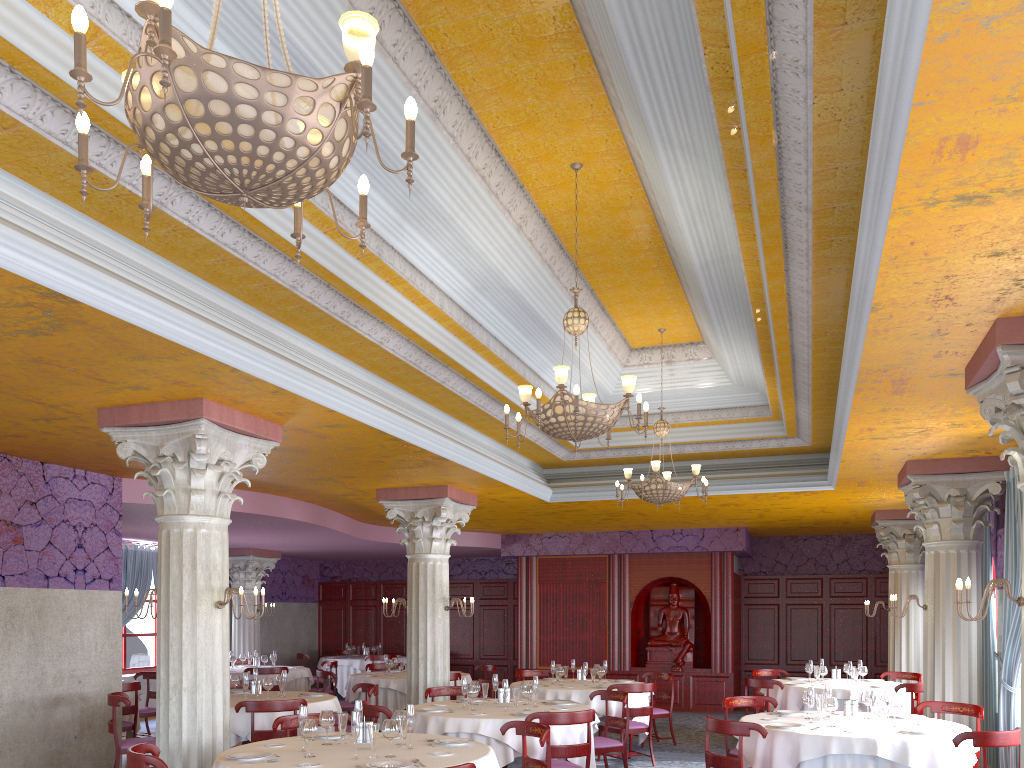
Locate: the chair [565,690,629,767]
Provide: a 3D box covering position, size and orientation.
[{"bbox_3d":[0.979,4.032,9.690,0.648,1.079,0.760,2,-5,-26],"label":"chair"}]

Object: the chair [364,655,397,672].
[{"bbox_3d":[-2.919,6.493,18.844,0.751,1.080,0.655,2,-5,-26],"label":"chair"}]

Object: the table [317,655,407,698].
[{"bbox_3d":[-3.454,6.843,19.951,2.087,0.939,2.151,-5,-13,19],"label":"table"}]

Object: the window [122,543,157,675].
[{"bbox_3d":[-7.507,4.339,16.551,0.160,2.504,3.661,0,-10,19],"label":"window"}]

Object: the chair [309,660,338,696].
[{"bbox_3d":[-3.617,5.774,16.168,0.648,1.079,0.760,2,-5,-26],"label":"chair"}]

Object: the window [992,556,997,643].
[{"bbox_3d":[6.778,3.003,11.581,0.160,2.504,3.661,0,-10,19],"label":"window"}]

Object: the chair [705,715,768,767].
[{"bbox_3d":[2.012,3.403,7.350,0.648,1.079,0.760,2,-5,-26],"label":"chair"}]

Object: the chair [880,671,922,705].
[{"bbox_3d":[5.790,4.905,12.937,0.648,1.079,0.760,2,-5,-26],"label":"chair"}]

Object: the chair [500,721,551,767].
[{"bbox_3d":[-0.027,3.255,6.799,0.648,1.079,0.760,2,-5,-26],"label":"chair"}]

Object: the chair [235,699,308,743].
[{"bbox_3d":[-2.560,3.862,9.055,0.751,1.080,0.655,2,-5,-26],"label":"chair"}]

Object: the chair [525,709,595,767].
[{"bbox_3d":[0.410,3.592,8.053,0.751,1.080,0.655,2,-5,-26],"label":"chair"}]

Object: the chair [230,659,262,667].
[{"bbox_3d":[-5.253,5.927,16.737,0.751,1.080,0.655,2,-5,-26],"label":"chair"}]

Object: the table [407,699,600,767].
[{"bbox_3d":[-0.125,3.942,9.160,2.087,0.939,2.151,-5,-13,19],"label":"table"}]

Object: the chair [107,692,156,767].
[{"bbox_3d":[-4.196,4.015,9.625,0.648,1.079,0.760,2,-5,-26],"label":"chair"}]

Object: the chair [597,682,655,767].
[{"bbox_3d":[1.500,4.435,11.188,0.751,1.080,0.655,2,-5,-26],"label":"chair"}]

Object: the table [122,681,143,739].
[{"bbox_3d":[-6.278,4.680,11.906,2.080,0.939,2.157,2,-13,-10],"label":"table"}]

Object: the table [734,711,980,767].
[{"bbox_3d":[3.113,3.599,7.887,2.087,0.939,2.151,-5,-13,19],"label":"table"}]

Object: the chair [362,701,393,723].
[{"bbox_3d":[-1.227,3.745,8.623,0.648,1.079,0.760,2,-5,-26],"label":"chair"}]

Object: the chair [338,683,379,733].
[{"bbox_3d":[-1.991,4.302,10.692,0.648,1.079,0.760,2,-5,-26],"label":"chair"}]

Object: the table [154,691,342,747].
[{"bbox_3d":[-3.095,4.211,10.162,2.087,0.939,2.151,-5,-13,19],"label":"table"}]

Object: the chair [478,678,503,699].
[{"bbox_3d":[-0.136,4.588,11.757,0.648,1.079,0.760,2,-5,-26],"label":"chair"}]

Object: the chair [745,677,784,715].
[{"bbox_3d":[3.584,4.618,11.870,0.648,1.079,0.760,2,-5,-26],"label":"chair"}]

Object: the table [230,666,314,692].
[{"bbox_3d":[-4.721,5.683,15.638,2.087,0.939,2.151,-5,-13,19],"label":"table"}]

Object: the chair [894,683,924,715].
[{"bbox_3d":[5.221,4.465,11.301,0.751,1.080,0.655,2,-5,-26],"label":"chair"}]

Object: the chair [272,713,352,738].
[{"bbox_3d":[-1.663,3.408,7.368,0.751,1.080,0.655,2,-5,-26],"label":"chair"}]

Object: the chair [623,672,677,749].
[{"bbox_3d":[2.069,4.875,12.824,0.648,1.079,0.760,2,-5,-26],"label":"chair"}]

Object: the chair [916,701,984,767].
[{"bbox_3d":[4.217,3.690,8.417,0.648,1.079,0.760,2,-5,-26],"label":"chair"}]

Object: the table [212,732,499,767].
[{"bbox_3d":[-1.131,3.164,6.269,2.087,0.939,2.151,-5,-13,19],"label":"table"}]

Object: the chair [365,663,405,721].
[{"bbox_3d":[-2.225,5.537,15.289,0.751,1.080,0.655,2,-5,-26],"label":"chair"}]

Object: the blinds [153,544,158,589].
[{"bbox_3d":[-6.546,4.941,17.216,0.244,3.297,1.855,0,-4,18],"label":"blinds"}]

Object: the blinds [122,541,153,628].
[{"bbox_3d":[-7.163,4.464,15.443,0.245,3.296,1.984,0,-4,20],"label":"blinds"}]

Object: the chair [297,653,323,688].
[{"bbox_3d":[-4.556,6.646,19.414,0.648,1.079,0.760,2,-5,-26],"label":"chair"}]

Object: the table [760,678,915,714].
[{"bbox_3d":[4.686,4.815,12.407,2.087,0.939,2.151,-5,-13,19],"label":"table"}]

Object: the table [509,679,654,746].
[{"bbox_3d":[0.965,4.784,12.294,2.087,0.939,2.151,-5,-13,19],"label":"table"}]

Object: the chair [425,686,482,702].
[{"bbox_3d":[-0.657,4.185,10.259,0.751,1.080,0.655,2,-5,-26],"label":"chair"}]

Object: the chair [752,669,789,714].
[{"bbox_3d":[4.154,5.058,13.506,0.751,1.080,0.655,2,-5,-26],"label":"chair"}]

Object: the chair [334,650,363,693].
[{"bbox_3d":[-3.986,7.086,21.050,0.751,1.080,0.655,2,-5,-26],"label":"chair"}]

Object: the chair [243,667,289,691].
[{"bbox_3d":[-4.186,5.334,14.531,0.751,1.080,0.655,2,-5,-26],"label":"chair"}]

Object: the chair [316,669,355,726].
[{"bbox_3d":[-2.795,5.098,13.653,0.648,1.079,0.760,2,-5,-26],"label":"chair"}]

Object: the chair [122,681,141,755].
[{"bbox_3d":[-5.262,4.442,11.215,0.649,1.079,0.758,-3,-6,34],"label":"chair"}]

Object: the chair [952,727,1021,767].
[{"bbox_3d":[3.648,3.250,6.781,0.751,1.080,0.655,2,-5,-26],"label":"chair"}]

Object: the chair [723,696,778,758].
[{"bbox_3d":[2.581,3.843,8.986,0.751,1.080,0.655,2,-5,-26],"label":"chair"}]

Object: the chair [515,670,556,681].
[{"bbox_3d":[0.433,5.028,13.393,0.751,1.080,0.655,2,-5,-26],"label":"chair"}]

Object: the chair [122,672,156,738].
[{"bbox_3d":[-5.587,4.900,12.916,0.752,1.079,0.653,-3,-5,34],"label":"chair"}]

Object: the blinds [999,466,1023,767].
[{"bbox_3d":[4.946,2.432,8.263,0.244,3.484,1.726,0,-3,20],"label":"blinds"}]

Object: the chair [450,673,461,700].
[{"bbox_3d":[-1.159,4.945,13.083,0.751,1.080,0.655,2,-5,-26],"label":"chair"}]

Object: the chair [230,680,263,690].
[{"bbox_3d":[-3.627,4.455,11.261,0.751,1.080,0.655,2,-5,-26],"label":"chair"}]

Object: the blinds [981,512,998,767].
[{"bbox_3d":[5.830,3.115,10.803,0.244,3.484,1.727,0,-3,18],"label":"blinds"}]

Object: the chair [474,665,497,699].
[{"bbox_3d":[-0.589,5.384,14.719,0.648,1.079,0.760,2,-5,-26],"label":"chair"}]

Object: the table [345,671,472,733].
[{"bbox_3d":[-1.693,5.294,14.190,2.087,0.939,2.151,-5,-13,19],"label":"table"}]
